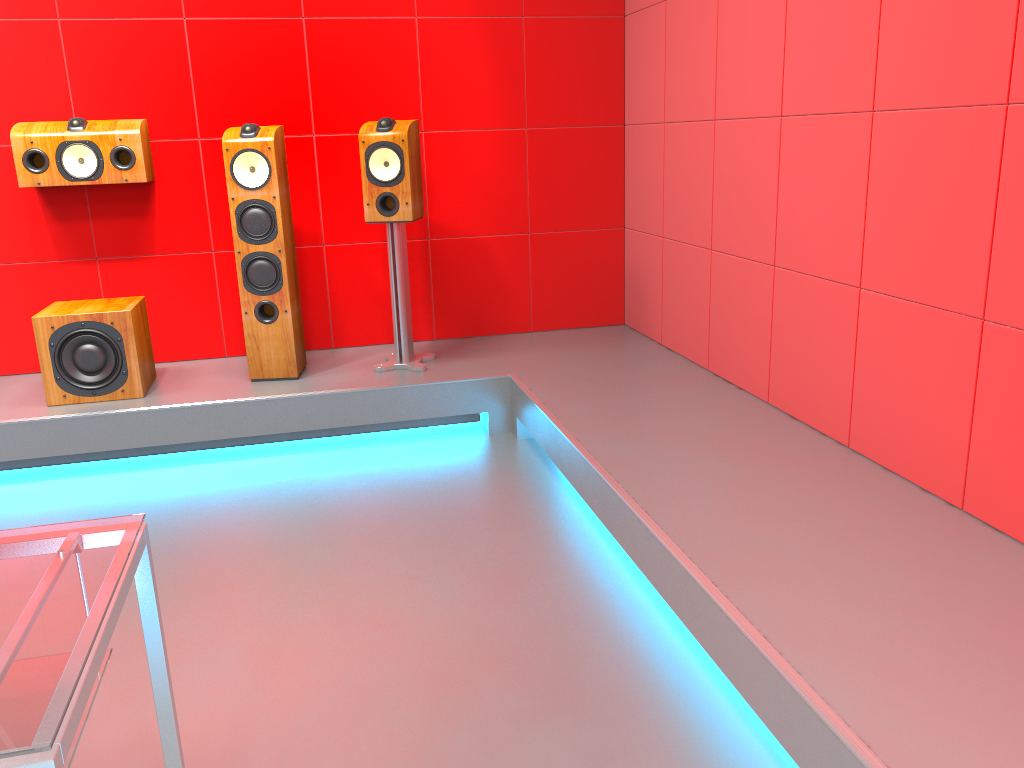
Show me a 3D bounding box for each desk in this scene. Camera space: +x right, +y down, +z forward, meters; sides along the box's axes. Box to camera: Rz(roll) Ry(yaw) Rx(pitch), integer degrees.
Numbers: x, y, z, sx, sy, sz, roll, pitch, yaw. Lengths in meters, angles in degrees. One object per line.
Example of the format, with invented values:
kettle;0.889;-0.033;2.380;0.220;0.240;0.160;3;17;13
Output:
desk;-1.257;0.670;1.000;1.617;0.690;0.594;-5;16;-12

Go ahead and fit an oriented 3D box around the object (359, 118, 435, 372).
object;-0.494;-0.596;3.822;0.231;1.058;0.265;0;16;7

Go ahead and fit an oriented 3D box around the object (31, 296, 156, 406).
object;-1.703;-0.143;3.648;0.360;0.360;0.360;-5;16;-12

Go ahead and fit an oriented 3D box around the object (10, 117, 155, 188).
object;-1.803;-0.983;3.741;0.493;0.271;0.235;-5;16;-12

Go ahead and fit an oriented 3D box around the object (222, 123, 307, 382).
object;-1.034;-0.548;3.728;0.203;1.052;0.238;-3;16;-3
